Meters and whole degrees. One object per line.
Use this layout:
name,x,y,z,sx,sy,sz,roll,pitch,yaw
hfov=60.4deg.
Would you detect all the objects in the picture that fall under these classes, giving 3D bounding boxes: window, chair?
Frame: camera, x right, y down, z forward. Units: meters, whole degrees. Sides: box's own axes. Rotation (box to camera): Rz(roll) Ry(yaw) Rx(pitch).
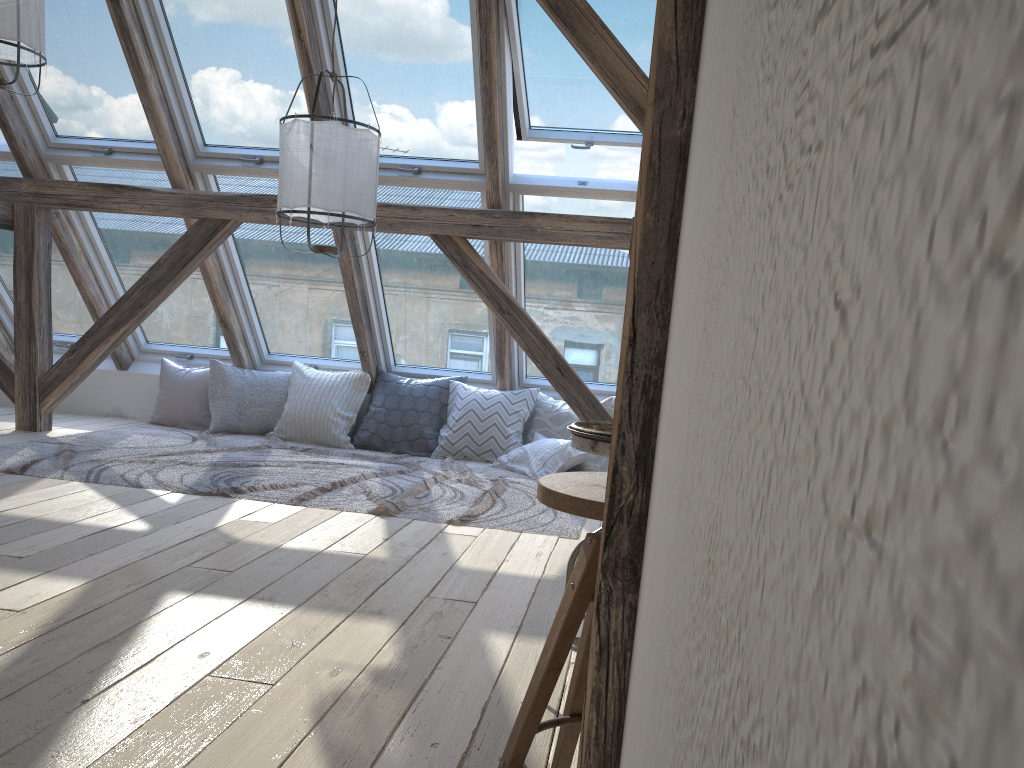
window,-2.314,-0.757,5.737,0.854,1.299,1.080,6,7,8
window,-2.356,-1.909,4.556,0.854,1.299,1.080,6,7,8
window,0.408,-0.506,5.391,0.854,1.299,1.080,6,7,8
chair,0.270,0.414,1.974,0.349,0.648,0.352,12,11,41
window,-1.449,-1.825,4.441,0.854,1.299,1.080,6,7,8
chair,0.171,0.456,1.377,0.338,0.606,0.337,9,9,27
window,-1.407,-0.673,5.622,0.854,1.299,1.080,6,7,8
window,-3.222,-0.841,5.852,0.854,1.299,1.080,6,7,8
window,0.373,-1.660,4.258,0.854,1.298,1.386,6,6,8
window,-0.541,-1.742,4.325,0.854,1.299,1.080,6,7,8
window,-0.500,-0.590,5.506,0.854,1.299,1.080,6,7,8
window,-3.257,-1.994,4.716,0.854,1.299,1.331,6,6,8

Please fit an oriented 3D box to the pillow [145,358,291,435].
pillow,-1.950,0.099,6.012,1.133,0.535,0.428,5,7,0

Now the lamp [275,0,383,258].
lamp,-0.693,-1.480,3.476,0.398,1.930,0.401,-4,13,-41

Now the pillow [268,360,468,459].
pillow,-0.971,0.155,5.856,1.270,0.574,0.461,5,7,8

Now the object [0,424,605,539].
object,-1.113,0.433,4.950,3.181,0.057,2.160,5,3,8

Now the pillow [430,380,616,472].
pillow,0.106,0.286,5.680,1.151,0.544,0.494,6,7,12

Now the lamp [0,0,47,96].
lamp,-2.142,-1.910,3.613,0.400,1.329,0.399,2,10,-16

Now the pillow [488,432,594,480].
pillow,0.183,0.450,5.375,0.474,0.246,0.529,1,6,-41
